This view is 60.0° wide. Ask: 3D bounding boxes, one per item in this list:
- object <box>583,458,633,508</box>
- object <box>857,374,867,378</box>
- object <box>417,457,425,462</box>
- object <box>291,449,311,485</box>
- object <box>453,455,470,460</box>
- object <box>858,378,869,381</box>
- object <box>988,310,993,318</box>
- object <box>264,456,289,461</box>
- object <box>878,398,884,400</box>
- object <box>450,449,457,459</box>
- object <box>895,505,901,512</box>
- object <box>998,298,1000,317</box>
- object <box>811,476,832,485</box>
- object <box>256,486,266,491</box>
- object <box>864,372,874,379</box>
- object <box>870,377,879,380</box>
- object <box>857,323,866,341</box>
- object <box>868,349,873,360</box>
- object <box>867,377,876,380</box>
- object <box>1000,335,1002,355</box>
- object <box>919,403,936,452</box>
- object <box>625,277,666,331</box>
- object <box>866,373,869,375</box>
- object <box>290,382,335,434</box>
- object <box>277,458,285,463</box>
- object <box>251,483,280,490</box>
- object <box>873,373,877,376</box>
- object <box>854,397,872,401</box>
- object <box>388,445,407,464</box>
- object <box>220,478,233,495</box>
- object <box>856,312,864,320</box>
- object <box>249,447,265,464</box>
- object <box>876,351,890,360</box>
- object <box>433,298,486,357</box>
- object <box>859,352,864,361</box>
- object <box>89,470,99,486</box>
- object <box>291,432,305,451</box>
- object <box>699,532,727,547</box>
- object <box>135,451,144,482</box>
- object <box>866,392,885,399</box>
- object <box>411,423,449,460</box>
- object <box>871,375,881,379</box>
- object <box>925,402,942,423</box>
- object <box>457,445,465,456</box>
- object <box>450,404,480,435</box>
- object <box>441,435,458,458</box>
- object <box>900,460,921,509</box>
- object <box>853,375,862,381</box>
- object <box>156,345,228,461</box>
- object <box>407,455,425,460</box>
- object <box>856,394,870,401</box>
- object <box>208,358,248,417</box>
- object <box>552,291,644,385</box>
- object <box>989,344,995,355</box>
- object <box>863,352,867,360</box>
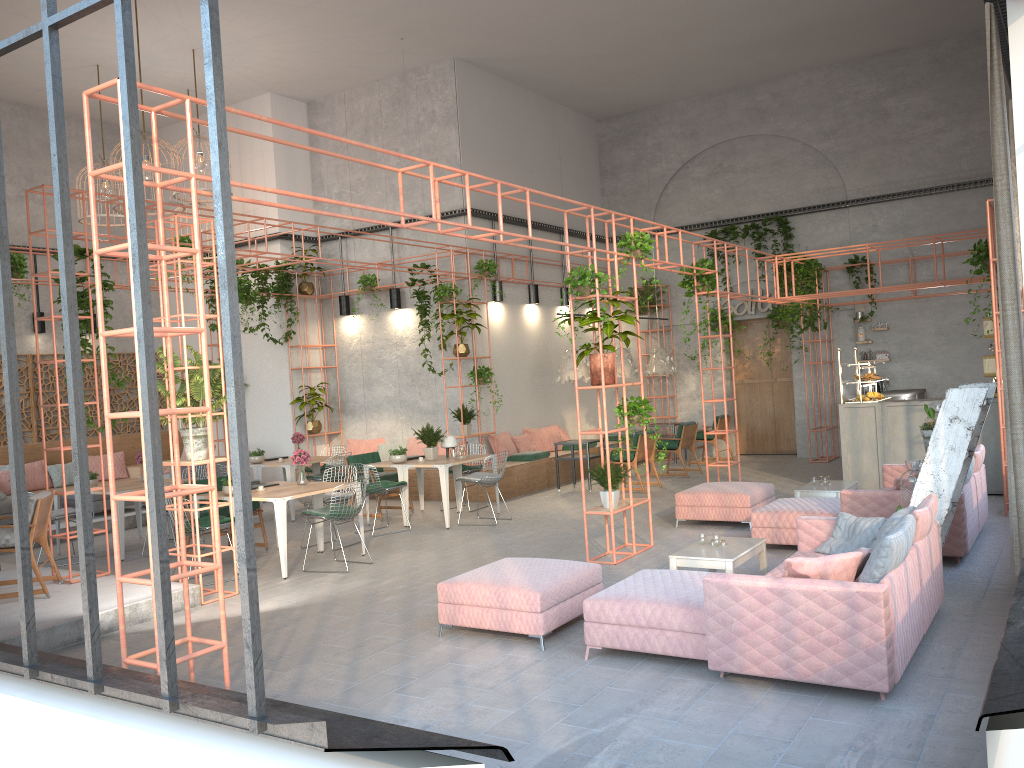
[{"bbox_3d":[0.973,1.000,9.051,0.438,0.527,0.368,-3,1,33],"label":"object"},{"bbox_3d":[4.928,-0.108,12.497,0.093,0.050,0.138,-4,1,-41],"label":"object"},{"bbox_3d":[-1.234,1.019,12.022,0.115,0.078,0.115,-3,1,39],"label":"object"},{"bbox_3d":[-2.422,0.952,10.185,0.213,0.414,0.225,-4,1,25],"label":"object"},{"bbox_3d":[-0.681,0.994,11.971,0.218,0.041,0.218,-3,1,41],"label":"object"},{"bbox_3d":[4.965,-0.076,12.532,0.146,0.064,0.101,-3,1,28],"label":"object"},{"bbox_3d":[6.883,-1.004,12.736,0.088,0.123,0.088,-4,0,-1],"label":"object"},{"bbox_3d":[-3.806,1.189,14.119,0.268,0.031,0.427,-3,1,33],"label":"object"},{"bbox_3d":[5.153,0.177,12.550,0.090,0.110,0.232,-4,1,-37],"label":"object"},{"bbox_3d":[-0.801,0.960,12.183,0.095,0.119,0.095,-4,1,-33],"label":"object"},{"bbox_3d":[3.160,1.228,7.239,0.225,0.464,0.236,-4,0,11],"label":"object"},{"bbox_3d":[6.977,-1.140,12.632,0.134,0.386,0.134,-4,1,22],"label":"object"},{"bbox_3d":[3.542,1.129,10.139,0.156,0.145,0.199,-4,1,-42],"label":"object"},{"bbox_3d":[-2.789,1.160,9.852,0.115,0.073,0.115,-3,1,27],"label":"object"},{"bbox_3d":[5.005,-0.120,12.443,0.142,0.087,0.094,-3,1,41],"label":"object"},{"bbox_3d":[5.088,-0.085,12.449,0.132,0.051,0.099,-3,1,31],"label":"object"},{"bbox_3d":[6.414,-0.950,16.281,0.145,0.336,0.136,-4,1,-43],"label":"object"},{"bbox_3d":[6.551,-0.541,16.217,0.081,0.204,0.081,-3,1,33],"label":"object"},{"bbox_3d":[5.058,-0.075,12.483,0.151,0.052,0.097,-3,1,35],"label":"object"},{"bbox_3d":[6.642,-0.533,12.056,0.075,0.273,0.075,-4,1,22],"label":"object"},{"bbox_3d":[3.408,0.370,7.157,0.217,0.457,0.212,-4,1,-40],"label":"object"},{"bbox_3d":[2.748,-1.652,18.325,0.894,1.101,0.900,-4,0,2],"label":"object"},{"bbox_3d":[5.050,-0.107,12.661,0.135,0.090,0.084,-3,1,30],"label":"object"},{"bbox_3d":[-3.664,0.443,16.084,0.903,0.919,0.934,-4,0,4],"label":"object"},{"bbox_3d":[-3.524,1.156,13.509,0.115,0.078,0.115,-3,1,39],"label":"object"},{"bbox_3d":[-2.934,1.189,10.239,0.268,0.031,0.427,-3,1,33],"label":"object"},{"bbox_3d":[5.111,-0.120,12.606,0.149,0.081,0.088,-4,1,18],"label":"object"},{"bbox_3d":[5.010,0.211,12.644,0.243,0.062,0.091,-3,1,26],"label":"object"},{"bbox_3d":[-1.547,0.951,12.035,0.248,0.247,0.254,-3,1,33],"label":"object"},{"bbox_3d":[-3.039,1.093,9.690,0.247,0.247,0.252,-3,1,33],"label":"object"},{"bbox_3d":[6.385,-1.253,16.275,0.133,0.145,0.133,-4,0,-5],"label":"object"},{"bbox_3d":[-3.912,1.093,13.569,0.248,0.247,0.254,-3,1,33],"label":"object"},{"bbox_3d":[6.733,-0.519,16.101,0.219,0.149,0.129,-3,1,33],"label":"object"},{"bbox_3d":[-0.831,-0.901,14.154,0.903,0.947,0.934,-4,0,-6],"label":"object"},{"bbox_3d":[6.433,-0.514,16.310,0.092,0.164,0.055,-4,1,-38],"label":"object"},{"bbox_3d":[-5.394,1.208,11.275,0.247,0.247,0.252,-3,1,33],"label":"object"},{"bbox_3d":[-3.393,0.970,14.078,0.213,0.414,0.225,-4,1,25],"label":"object"},{"bbox_3d":[1.626,1.279,7.172,0.156,0.145,0.199,-4,1,-42],"label":"object"},{"bbox_3d":[-4.878,1.087,11.778,0.213,0.414,0.225,-4,1,25],"label":"object"},{"bbox_3d":[5.110,0.158,12.472,0.240,0.104,0.073,-4,0,14],"label":"object"},{"bbox_3d":[-1.141,0.781,12.185,0.438,0.527,0.368,-3,1,33],"label":"object"},{"bbox_3d":[5.086,-0.096,12.416,0.152,0.058,0.095,-4,1,23],"label":"object"},{"bbox_3d":[3.550,0.336,7.372,0.216,0.500,0.216,-4,1,-25],"label":"object"},{"bbox_3d":[-0.715,0.940,12.381,0.165,0.154,0.210,-4,1,23],"label":"object"},{"bbox_3d":[-0.777,0.565,14.292,0.438,0.527,0.368,-3,1,33],"label":"object"},{"bbox_3d":[-0.875,0.879,12.386,0.241,0.313,0.241,-4,0,-12],"label":"object"},{"bbox_3d":[3.240,0.830,7.139,0.219,0.430,0.216,-3,1,27],"label":"object"},{"bbox_3d":[4.902,-0.086,12.582,0.111,0.092,0.098,-3,1,32],"label":"object"},{"bbox_3d":[-3.059,0.173,8.434,0.900,1.100,0.894,-4,1,-28],"label":"object"},{"bbox_3d":[-1.441,1.047,12.585,0.268,0.031,0.427,-3,1,33],"label":"object"},{"bbox_3d":[4.977,0.196,12.570,0.089,0.095,0.237,-4,1,-23],"label":"object"},{"bbox_3d":[-5.432,0.070,16.565,0.900,1.097,0.894,-4,1,-28],"label":"object"},{"bbox_3d":[0.888,-0.463,8.925,0.924,0.946,0.923,-4,0,-1],"label":"object"},{"bbox_3d":[6.684,-0.482,12.345,0.083,0.159,0.083,-4,0,-12],"label":"object"},{"bbox_3d":[6.476,-0.510,16.257,0.063,0.151,0.063,-4,1,19],"label":"object"}]
